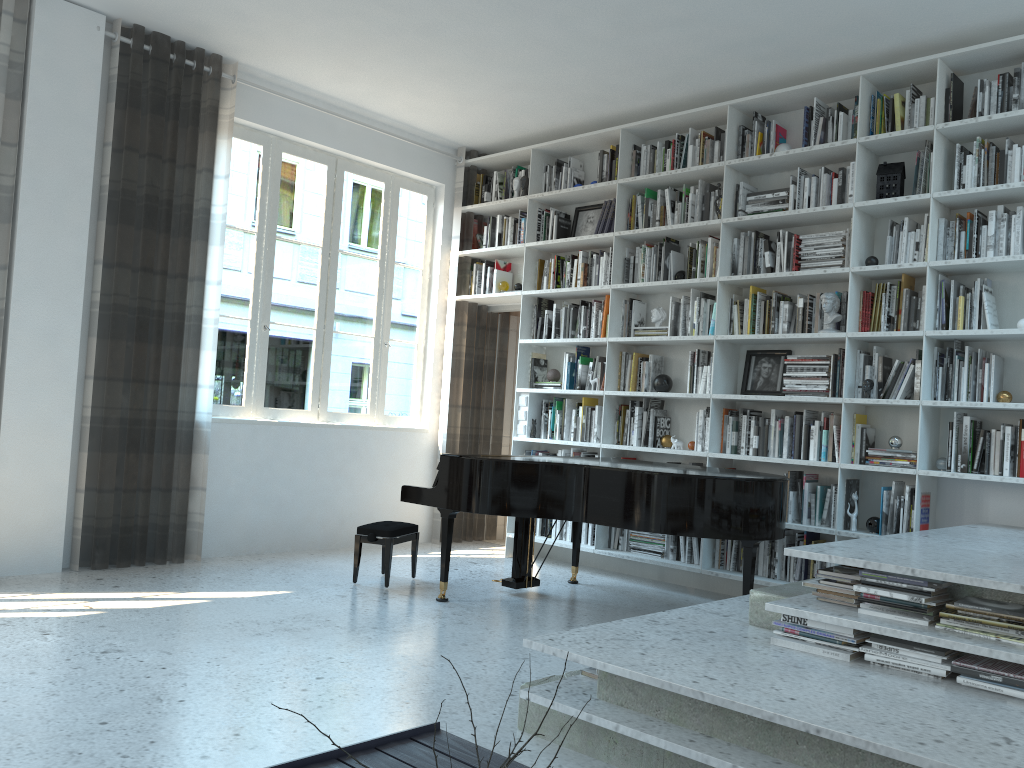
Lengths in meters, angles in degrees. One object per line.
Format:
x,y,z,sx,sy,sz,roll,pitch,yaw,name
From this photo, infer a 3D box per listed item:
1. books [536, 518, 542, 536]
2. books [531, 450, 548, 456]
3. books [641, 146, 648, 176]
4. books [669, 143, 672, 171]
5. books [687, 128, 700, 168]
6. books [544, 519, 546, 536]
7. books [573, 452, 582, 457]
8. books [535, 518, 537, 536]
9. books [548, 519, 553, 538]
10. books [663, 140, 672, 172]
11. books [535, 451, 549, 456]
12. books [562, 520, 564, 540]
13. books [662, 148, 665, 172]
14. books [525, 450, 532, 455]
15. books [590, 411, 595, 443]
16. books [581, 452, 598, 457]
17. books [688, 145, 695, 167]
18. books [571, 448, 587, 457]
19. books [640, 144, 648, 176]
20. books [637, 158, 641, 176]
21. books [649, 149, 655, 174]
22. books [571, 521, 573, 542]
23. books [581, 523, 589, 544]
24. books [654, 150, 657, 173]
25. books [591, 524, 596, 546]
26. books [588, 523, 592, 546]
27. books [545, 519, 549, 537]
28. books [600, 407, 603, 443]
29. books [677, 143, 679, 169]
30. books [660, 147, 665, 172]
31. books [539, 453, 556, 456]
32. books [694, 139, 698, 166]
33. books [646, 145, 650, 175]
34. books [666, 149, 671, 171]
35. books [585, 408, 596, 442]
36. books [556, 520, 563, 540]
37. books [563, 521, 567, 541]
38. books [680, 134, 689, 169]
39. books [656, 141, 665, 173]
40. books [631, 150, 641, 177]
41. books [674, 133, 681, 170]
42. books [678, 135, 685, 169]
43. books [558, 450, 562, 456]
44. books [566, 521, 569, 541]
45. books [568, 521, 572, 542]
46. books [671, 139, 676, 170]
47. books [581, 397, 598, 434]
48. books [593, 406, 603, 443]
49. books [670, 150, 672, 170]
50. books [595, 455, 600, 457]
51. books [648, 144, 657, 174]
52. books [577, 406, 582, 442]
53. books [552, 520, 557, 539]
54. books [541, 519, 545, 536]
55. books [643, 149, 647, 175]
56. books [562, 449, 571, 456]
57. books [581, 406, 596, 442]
0.257,1.004,6.663,0.023,0.266,0.177,2,-2,44,books
0.187,0.644,6.759,0.052,0.283,0.172,2,-2,44,books
0.964,-1.528,6.237,0.031,0.254,0.145,2,-2,44,books
1.131,-1.513,6.080,0.013,0.234,0.154,2,-2,44,books
1.238,-1.551,5.986,0.014,0.315,0.166,2,-2,44,books
0.302,1.013,6.646,0.022,0.252,0.139,2,-2,44,books
0.495,0.646,6.474,0.012,0.295,0.176,2,-2,44,books
0.240,1.005,6.671,0.013,0.261,0.174,2,-2,44,books
0.339,0.989,6.587,0.013,0.300,0.184,2,-2,44,books
1.104,-1.530,6.124,0.028,0.268,0.151,2,-2,44,books
0.223,0.651,6.752,0.010,0.273,0.150,2,-2,44,books
0.432,1.008,6.497,0.025,0.266,0.159,2,-2,44,books
1.088,-1.504,6.138,0.012,0.216,0.150,2,-3,44,books
0.158,0.646,6.774,0.011,0.277,0.189,2,-2,44,books
0.627,0.310,6.396,0.025,0.229,0.153,2,-2,44,books
0.553,0.645,6.424,0.013,0.301,0.172,2,-2,44,books
1.245,-1.488,5.963,0.031,0.190,0.181,2,-3,44,books
0.481,0.630,6.478,0.014,0.325,0.170,2,-2,44,books
0.959,-1.539,6.270,0.021,0.279,0.141,2,-2,44,books
0.933,-1.492,6.277,0.024,0.183,0.133,2,-3,44,books
1.015,-1.504,6.162,0.029,0.208,0.178,2,-3,44,books
0.502,1.021,6.419,0.023,0.244,0.188,2,-3,44,books
0.573,1.017,6.372,0.027,0.256,0.179,2,-3,44,books
1.040,-1.502,6.157,0.014,0.207,0.166,2,-3,44,books
0.627,0.994,6.310,0.012,0.303,0.165,2,-2,44,books
0.616,0.998,6.323,0.021,0.295,0.188,2,-2,44,books
0.310,1.028,6.623,0.022,0.221,0.163,2,-3,44,books
0.681,0.296,6.345,0.013,0.260,0.142,2,-2,44,books
1.176,-1.512,6.047,0.029,0.235,0.130,2,-2,44,books
1.081,-1.513,6.157,0.025,0.234,0.129,2,-2,44,books
0.261,0.655,6.695,0.029,0.266,0.171,2,-2,44,books
1.273,-1.510,5.950,0.026,0.235,0.134,2,-2,44,books
1.000,-1.525,6.202,0.023,0.251,0.170,2,-3,44,books
1.116,-1.497,6.097,0.030,0.201,0.152,2,-3,44,books
0.598,0.299,6.404,0.028,0.249,0.159,2,-2,44,books
0.402,1.008,6.526,0.031,0.266,0.186,2,-3,44,books
0.447,1.033,6.480,0.021,0.218,0.190,2,-3,44,books
1.204,-1.531,5.998,0.052,0.273,0.172,2,-2,44,books
1.052,-1.530,6.151,0.010,0.264,0.160,2,-2,44,books
0.905,-1.521,6.285,0.029,0.237,0.156,2,-2,44,books
1.156,-1.545,6.052,0.010,0.298,0.151,2,-2,44,books
1.182,-1.533,6.022,0.013,0.276,0.164,2,-2,44,books
0.392,0.642,6.591,0.027,0.299,0.142,2,-2,44,books
0.464,1.039,6.462,0.028,0.206,0.171,2,-3,44,books
0.480,1.048,6.437,0.031,0.188,0.190,2,-3,44,books
1.144,-1.522,6.058,0.013,0.251,0.183,2,-3,44,books
0.565,0.261,6.444,0.021,0.322,0.172,2,-2,44,books
0.656,0.292,6.343,0.021,0.265,0.185,2,-3,44,books
1.134,-1.504,6.066,0.011,0.215,0.160,2,-3,44,books
0.639,0.654,6.359,0.025,0.287,0.130,2,-2,44,books
1.010,-1.524,6.186,0.012,0.250,0.174,2,-3,44,books
0.549,0.295,6.459,0.026,0.254,0.176,2,-3,44,books
0.365,1.039,6.552,0.030,0.201,0.168,2,-3,44,books
0.282,1.036,6.658,0.022,0.205,0.158,2,-3,44,books
0.980,-1.510,6.215,0.023,0.220,0.181,2,-3,44,books
0.412,0.638,6.548,0.039,0.307,0.172,2,-2,44,books
0.575,0.292,6.420,0.028,0.260,0.181,2,-3,44,books
